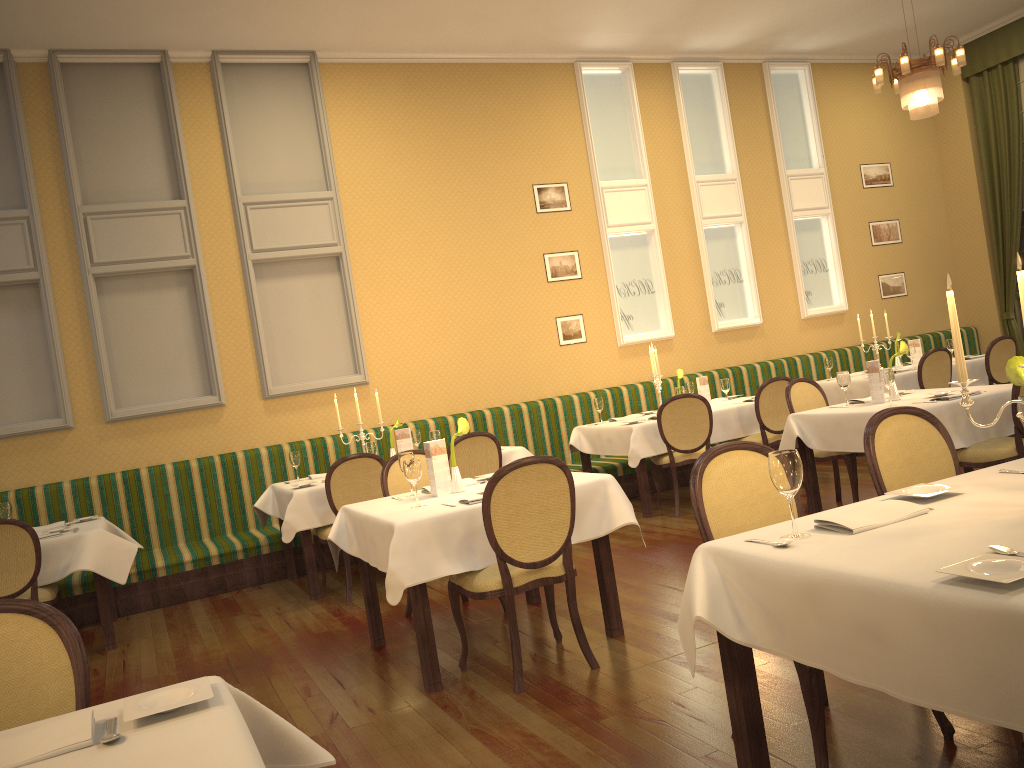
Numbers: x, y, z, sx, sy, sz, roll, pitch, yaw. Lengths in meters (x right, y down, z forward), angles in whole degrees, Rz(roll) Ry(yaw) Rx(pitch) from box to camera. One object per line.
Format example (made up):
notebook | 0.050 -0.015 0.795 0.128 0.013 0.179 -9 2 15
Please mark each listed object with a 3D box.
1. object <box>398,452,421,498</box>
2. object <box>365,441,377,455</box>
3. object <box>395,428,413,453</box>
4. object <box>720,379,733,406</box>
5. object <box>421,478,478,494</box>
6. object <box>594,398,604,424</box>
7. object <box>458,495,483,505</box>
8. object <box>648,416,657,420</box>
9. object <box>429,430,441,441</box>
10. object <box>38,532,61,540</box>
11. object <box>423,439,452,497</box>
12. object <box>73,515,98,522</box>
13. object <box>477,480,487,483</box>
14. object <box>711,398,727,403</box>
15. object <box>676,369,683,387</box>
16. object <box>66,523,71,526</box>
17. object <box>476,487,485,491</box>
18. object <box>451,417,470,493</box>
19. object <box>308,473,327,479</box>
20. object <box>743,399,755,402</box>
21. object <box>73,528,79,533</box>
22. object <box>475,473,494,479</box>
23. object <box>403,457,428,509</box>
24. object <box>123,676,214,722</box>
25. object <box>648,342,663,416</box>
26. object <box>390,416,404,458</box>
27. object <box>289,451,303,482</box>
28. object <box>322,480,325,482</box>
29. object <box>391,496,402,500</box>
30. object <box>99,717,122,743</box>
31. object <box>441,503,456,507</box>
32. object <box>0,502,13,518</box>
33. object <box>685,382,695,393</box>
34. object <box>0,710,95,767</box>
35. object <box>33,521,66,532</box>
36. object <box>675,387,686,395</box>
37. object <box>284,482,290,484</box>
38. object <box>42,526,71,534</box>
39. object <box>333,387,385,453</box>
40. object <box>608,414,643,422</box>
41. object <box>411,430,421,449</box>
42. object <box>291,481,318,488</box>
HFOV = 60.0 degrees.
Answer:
object | -0.540 0.474 4.649 0.088 0.229 0.088 -9 0 24
object | -1.009 0.534 6.413 0.088 0.229 0.088 -9 0 24
object | -0.844 0.482 6.769 0.166 0.277 0.081 -9 1 38
object | 1.861 0.071 7.706 0.088 0.229 0.088 -9 0 24
object | -0.334 0.543 4.722 0.273 0.033 0.142 -9 0 -24
object | 0.785 0.239 7.904 0.088 0.229 0.088 -9 0 24
object | -0.097 0.514 4.075 0.273 0.024 0.142 -9 0 -24
object | 1.287 0.266 7.408 0.273 0.033 0.142 -9 0 -24
object | -0.561 0.462 6.602 0.088 0.229 0.088 -9 0 24
object | -2.935 0.951 5.465 0.273 0.024 0.142 -9 0 -24
object | -0.394 0.430 4.509 0.081 0.277 0.166 -9 0 23
object | -2.991 0.952 6.226 0.160 0.024 0.160 -9 0 -24
object | -0.177 0.524 4.775 0.038 0.015 0.181 -9 0 -22
object | 1.878 0.165 8.369 0.273 0.033 0.142 -9 0 -24
object | 1.501 0.052 7.892 0.076 0.375 0.163 -9 0 -2
object | -3.065 0.969 6.143 0.038 0.015 0.181 -9 0 -22
object | -0.077 0.508 4.290 0.160 0.024 0.160 -9 0 -24
object | -0.268 0.359 4.474 0.163 0.375 0.076 -9 1 43
object | -1.426 0.698 6.852 0.273 0.033 0.142 -9 0 -24
object | 2.166 0.128 7.744 0.273 0.024 0.142 -9 0 -24
object | -2.759 0.925 5.602 0.038 0.015 0.181 -9 0 -22
object | -0.103 0.508 4.858 0.160 0.024 0.160 -9 0 -24
object | -0.456 0.465 4.165 0.088 0.229 0.088 -9 0 24
object | -0.669 0.622 1.727 0.160 0.024 0.160 -9 0 -24
object | 1.278 -0.050 7.819 0.131 0.655 0.390 -9 0 -10
object | -0.913 0.440 6.958 0.163 0.375 0.076 -9 1 -42
object | -1.658 0.633 6.813 0.088 0.229 0.088 -9 0 24
object | -1.324 0.693 6.300 0.038 0.015 0.181 -9 0 -22
object | -0.595 0.594 4.608 0.017 0.010 0.185 -9 0 -23
object | -0.742 0.638 1.644 0.038 0.015 0.181 -9 0 -22
object | -0.294 0.550 4.059 0.017 0.010 0.185 -9 0 -24
object | -3.428 0.918 6.016 0.088 0.229 0.088 -9 0 24
object | 1.673 0.096 8.296 0.088 0.229 0.088 -9 0 18
object | -0.900 0.657 1.591 0.273 0.033 0.142 -9 0 -24
object | -3.222 0.987 6.090 0.273 0.033 0.142 -9 0 -24
object | 1.434 0.140 7.505 0.088 0.229 0.088 -9 0 24
object | -1.723 0.752 6.783 0.038 0.015 0.181 -9 0 -22
object | -2.915 0.945 5.680 0.160 0.024 0.160 -9 0 -24
object | -1.157 0.342 6.793 0.390 0.655 0.131 -9 0 -5
object | 1.017 0.304 7.944 0.273 0.033 0.142 -9 0 -24
object | -0.770 0.490 7.204 0.088 0.229 0.088 -9 0 24
object | -1.446 0.709 6.193 0.160 0.024 0.160 -9 0 -24
